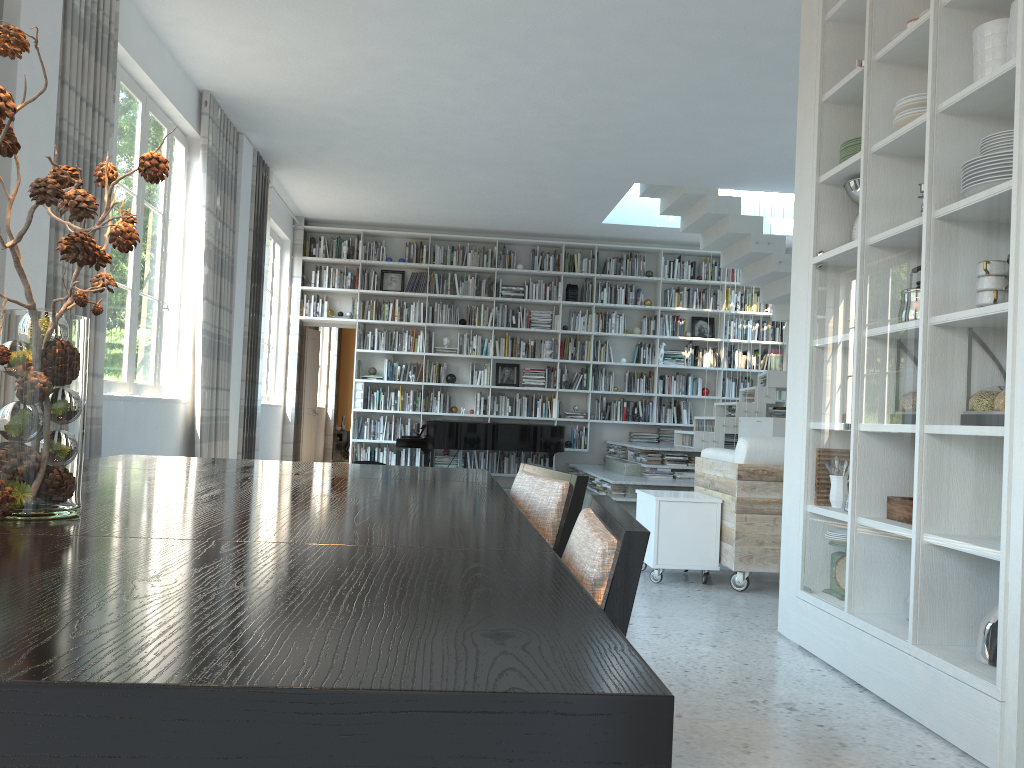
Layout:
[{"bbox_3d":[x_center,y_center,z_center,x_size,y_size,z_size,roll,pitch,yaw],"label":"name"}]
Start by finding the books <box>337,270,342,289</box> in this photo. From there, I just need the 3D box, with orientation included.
[{"bbox_3d":[-2.158,-1.292,11.094,0.030,0.251,0.166,3,-2,-4],"label":"books"}]

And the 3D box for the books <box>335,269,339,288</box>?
[{"bbox_3d":[-2.185,-1.299,11.092,0.025,0.261,0.167,3,-2,-4],"label":"books"}]

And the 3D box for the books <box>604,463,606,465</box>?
[{"bbox_3d":[1.273,1.028,11.306,0.163,0.019,0.187,3,-2,-5],"label":"books"}]

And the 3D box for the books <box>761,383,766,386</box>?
[{"bbox_3d":[2.959,0.009,10.156,0.182,0.013,0.287,2,-2,10],"label":"books"}]

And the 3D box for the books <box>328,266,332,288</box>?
[{"bbox_3d":[-2.273,-1.318,11.096,0.037,0.291,0.155,3,-2,-4],"label":"books"}]

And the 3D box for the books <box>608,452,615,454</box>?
[{"bbox_3d":[1.317,0.882,11.278,0.163,0.017,0.232,3,-2,-2],"label":"books"}]

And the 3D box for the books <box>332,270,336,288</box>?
[{"bbox_3d":[-2.220,-1.292,11.091,0.021,0.244,0.173,3,-2,-4],"label":"books"}]

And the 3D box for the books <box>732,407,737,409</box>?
[{"bbox_3d":[2.659,0.277,10.229,0.177,0.014,0.194,3,-2,-10],"label":"books"}]

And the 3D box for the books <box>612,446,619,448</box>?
[{"bbox_3d":[1.345,0.782,10.991,0.163,0.018,0.290,3,-2,-5],"label":"books"}]

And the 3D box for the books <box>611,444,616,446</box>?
[{"bbox_3d":[1.337,0.756,10.990,0.171,0.020,0.193,3,-2,-9],"label":"books"}]

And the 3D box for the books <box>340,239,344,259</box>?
[{"bbox_3d":[-2.131,-1.670,11.118,0.013,0.275,0.158,3,-2,-4],"label":"books"}]

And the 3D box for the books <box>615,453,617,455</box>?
[{"bbox_3d":[1.356,0.868,10.990,0.131,0.021,0.240,3,-2,-2],"label":"books"}]

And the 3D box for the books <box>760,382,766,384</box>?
[{"bbox_3d":[2.959,-0.004,10.157,0.191,0.014,0.244,2,-2,9],"label":"books"}]

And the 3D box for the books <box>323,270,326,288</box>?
[{"bbox_3d":[-2.336,-1.295,11.097,0.024,0.239,0.155,3,-2,-4],"label":"books"}]

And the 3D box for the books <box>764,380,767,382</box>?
[{"bbox_3d":[2.979,-0.027,10.155,0.154,0.014,0.196,2,-2,9],"label":"books"}]

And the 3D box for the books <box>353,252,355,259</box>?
[{"bbox_3d":[-1.982,-1.618,11.126,0.028,0.185,0.167,3,-2,-4],"label":"books"}]

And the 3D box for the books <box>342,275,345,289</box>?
[{"bbox_3d":[-2.103,-1.262,11.124,0.029,0.197,0.144,3,-2,-4],"label":"books"}]

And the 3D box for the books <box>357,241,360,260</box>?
[{"bbox_3d":[-1.918,-1.652,11.132,0.025,0.259,0.138,3,-2,-4],"label":"books"}]

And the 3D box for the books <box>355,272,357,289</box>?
[{"bbox_3d":[-1.955,-1.274,11.133,0.014,0.235,0.144,3,-2,-4],"label":"books"}]

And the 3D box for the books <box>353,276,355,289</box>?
[{"bbox_3d":[-1.974,-1.252,11.117,0.026,0.188,0.154,3,-2,-4],"label":"books"}]

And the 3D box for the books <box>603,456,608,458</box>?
[{"bbox_3d":[1.269,0.935,11.308,0.174,0.009,0.240,3,-2,-2],"label":"books"}]

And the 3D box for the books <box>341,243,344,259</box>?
[{"bbox_3d":[-2.115,-1.645,11.118,0.021,0.226,0.156,3,-2,-4],"label":"books"}]

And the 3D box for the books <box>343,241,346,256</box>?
[{"bbox_3d":[-2.091,-1.653,11.107,0.025,0.243,0.167,3,-2,-4],"label":"books"}]

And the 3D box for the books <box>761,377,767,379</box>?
[{"bbox_3d":[2.965,-0.067,10.158,0.191,0.013,0.243,2,-2,7],"label":"books"}]

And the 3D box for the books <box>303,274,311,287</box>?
[{"bbox_3d":[-2.553,-1.274,11.084,0.121,0.175,0.129,3,-2,-4],"label":"books"}]

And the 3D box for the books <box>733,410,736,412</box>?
[{"bbox_3d":[2.656,0.316,10.228,0.189,0.012,0.155,3,-2,-1],"label":"books"}]

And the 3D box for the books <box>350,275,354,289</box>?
[{"bbox_3d":[-2.003,-1.256,11.130,0.029,0.195,0.146,3,-2,-4],"label":"books"}]

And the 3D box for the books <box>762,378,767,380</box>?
[{"bbox_3d":[2.974,-0.056,10.157,0.174,0.009,0.240,2,-2,5],"label":"books"}]

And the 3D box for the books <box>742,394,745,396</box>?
[{"bbox_3d":[2.741,0.128,9.920,0.295,0.007,0.146,2,-2,26],"label":"books"}]

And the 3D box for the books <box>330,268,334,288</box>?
[{"bbox_3d":[-2.248,-1.306,11.089,0.013,0.268,0.162,3,-2,-4],"label":"books"}]

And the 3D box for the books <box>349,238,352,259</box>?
[{"bbox_3d":[-2.024,-1.673,11.131,0.013,0.292,0.154,3,-2,-4],"label":"books"}]

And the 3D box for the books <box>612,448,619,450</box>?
[{"bbox_3d":[1.339,0.806,10.989,0.171,0.007,0.206,3,-2,-2],"label":"books"}]

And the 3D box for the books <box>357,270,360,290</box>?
[{"bbox_3d":[-1.915,-1.288,11.140,0.037,0.268,0.113,3,-2,-4],"label":"books"}]

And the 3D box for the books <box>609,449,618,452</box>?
[{"bbox_3d":[1.327,0.824,10.988,0.189,0.030,0.237,3,-2,-7],"label":"books"}]

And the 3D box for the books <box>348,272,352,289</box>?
[{"bbox_3d":[-2.028,-1.275,11.099,0.029,0.229,0.191,3,-2,-4],"label":"books"}]

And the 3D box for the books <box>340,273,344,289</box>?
[{"bbox_3d":[-2.131,-1.271,11.114,0.028,0.212,0.138,3,-2,-4],"label":"books"}]

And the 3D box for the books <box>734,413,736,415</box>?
[{"bbox_3d":[2.589,0.343,9.948,0.171,0.019,0.240,2,-2,21],"label":"books"}]

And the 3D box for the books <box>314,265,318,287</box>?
[{"bbox_3d":[-2.449,-1.329,11.085,0.011,0.296,0.162,3,-2,-4],"label":"books"}]

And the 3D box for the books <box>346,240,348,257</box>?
[{"bbox_3d":[-2.068,-1.656,11.118,0.021,0.253,0.179,3,-2,-4],"label":"books"}]

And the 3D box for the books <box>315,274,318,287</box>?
[{"bbox_3d":[-2.435,-1.276,11.097,0.024,0.192,0.138,3,-2,-4],"label":"books"}]

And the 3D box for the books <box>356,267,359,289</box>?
[{"bbox_3d":[-1.939,-1.303,11.123,0.014,0.294,0.173,3,-2,-4],"label":"books"}]

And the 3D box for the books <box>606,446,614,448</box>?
[{"bbox_3d":[1.309,0.809,11.279,0.171,0.015,0.253,3,-2,-9],"label":"books"}]

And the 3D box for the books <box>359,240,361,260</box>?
[{"bbox_3d":[-1.890,-1.648,11.097,0.024,0.252,0.235,3,-2,-4],"label":"books"}]

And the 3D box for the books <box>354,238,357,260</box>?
[{"bbox_3d":[-1.955,-1.667,11.129,0.022,0.286,0.175,3,-2,-4],"label":"books"}]

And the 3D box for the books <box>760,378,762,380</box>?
[{"bbox_3d":[3.037,-0.062,10.447,0.190,0.015,0.230,2,-2,10],"label":"books"}]

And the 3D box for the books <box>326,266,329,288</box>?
[{"bbox_3d":[-2.301,-1.317,11.074,0.021,0.286,0.179,3,-2,-4],"label":"books"}]

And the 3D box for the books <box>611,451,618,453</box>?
[{"bbox_3d":[1.340,0.844,10.989,0.163,0.008,0.295,3,-2,-6],"label":"books"}]

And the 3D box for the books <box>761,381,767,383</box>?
[{"bbox_3d":[2.967,-0.016,10.156,0.187,0.009,0.261,2,-2,6],"label":"books"}]

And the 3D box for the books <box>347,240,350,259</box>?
[{"bbox_3d":[-2.044,-1.658,11.117,0.027,0.259,0.147,3,-2,-4],"label":"books"}]

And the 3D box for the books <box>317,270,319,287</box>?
[{"bbox_3d":[-2.409,-1.293,11.074,0.022,0.228,0.171,3,-2,-4],"label":"books"}]

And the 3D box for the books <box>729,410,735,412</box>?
[{"bbox_3d":[2.657,0.321,10.452,0.140,0.022,0.181,3,-2,-11],"label":"books"}]

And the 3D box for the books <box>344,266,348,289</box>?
[{"bbox_3d":[-2.079,-1.315,11.102,0.012,0.303,0.189,3,-2,-4],"label":"books"}]

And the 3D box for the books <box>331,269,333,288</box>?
[{"bbox_3d":[-2.236,-1.295,11.089,0.012,0.249,0.192,3,-2,-4],"label":"books"}]

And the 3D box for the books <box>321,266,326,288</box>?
[{"bbox_3d":[-2.361,-1.320,11.096,0.028,0.288,0.132,3,-2,-4],"label":"books"}]

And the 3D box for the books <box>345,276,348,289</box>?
[{"bbox_3d":[-2.062,-1.253,11.118,0.031,0.182,0.151,3,-2,-4],"label":"books"}]

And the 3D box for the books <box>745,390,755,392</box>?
[{"bbox_3d":[2.748,0.084,9.931,0.233,0.025,0.157,1,-3,33],"label":"books"}]

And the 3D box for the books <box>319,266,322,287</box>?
[{"bbox_3d":[-2.385,-1.320,11.071,0.023,0.282,0.186,3,-2,-4],"label":"books"}]

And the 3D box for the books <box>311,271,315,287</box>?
[{"bbox_3d":[-2.474,-1.291,11.080,0.034,0.217,0.166,3,-2,-4],"label":"books"}]

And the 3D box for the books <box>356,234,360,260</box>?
[{"bbox_3d":[-1.935,-1.692,11.126,0.014,0.337,0.168,3,-2,-4],"label":"books"}]
